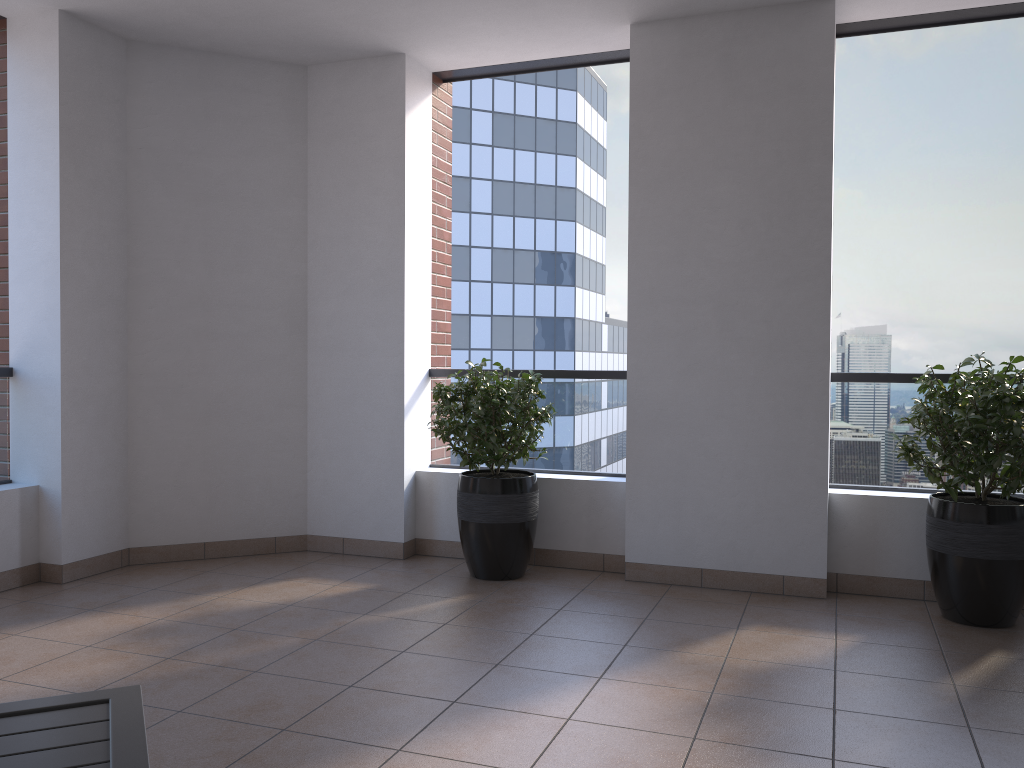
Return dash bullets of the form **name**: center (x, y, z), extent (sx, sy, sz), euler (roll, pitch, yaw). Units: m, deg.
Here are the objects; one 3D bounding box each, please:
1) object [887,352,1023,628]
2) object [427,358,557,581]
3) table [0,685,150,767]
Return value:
- **object**: center (2.069, 0.525, 3.958), extent (0.731, 1.338, 0.721), euler (1, 2, 24)
- **object**: center (-0.108, 0.489, 4.810), extent (0.681, 1.264, 0.691), euler (1, 2, 24)
- **table**: center (-0.829, 0.874, 1.120), extent (0.710, 0.473, 1.260), euler (0, 2, -25)
